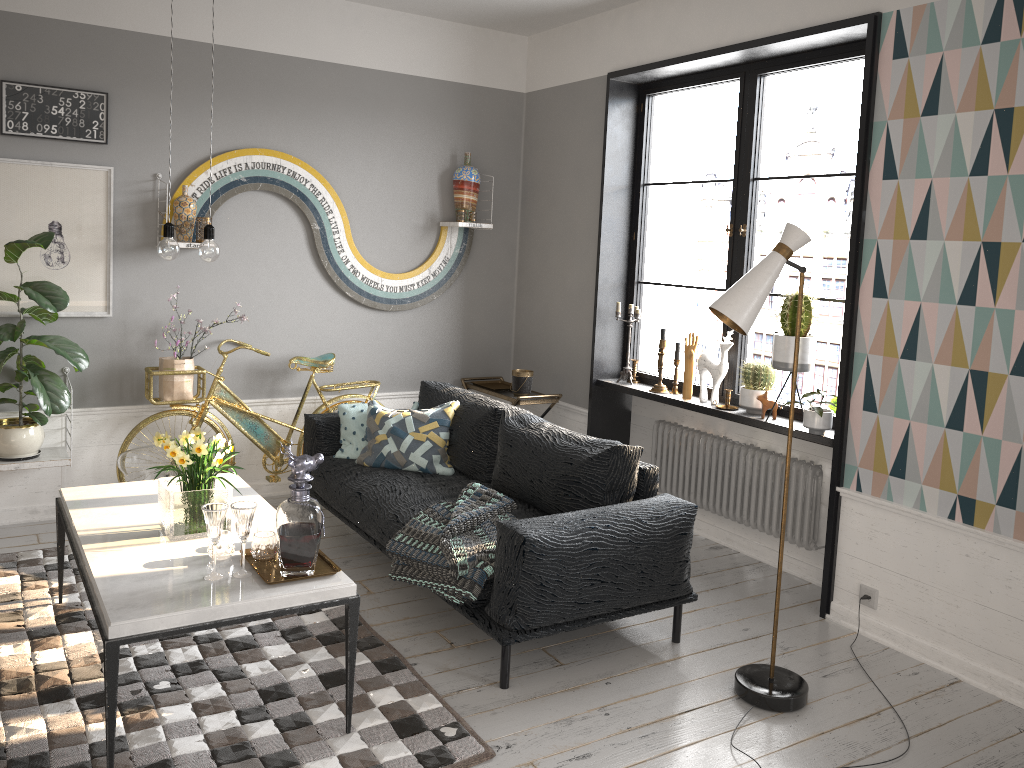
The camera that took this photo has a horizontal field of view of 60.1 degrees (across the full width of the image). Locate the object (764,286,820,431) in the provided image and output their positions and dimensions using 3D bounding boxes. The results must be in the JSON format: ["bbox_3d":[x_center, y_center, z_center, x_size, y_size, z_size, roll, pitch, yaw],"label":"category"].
[{"bbox_3d":[1.321,-0.134,4.154,0.236,0.666,0.229,6,6,28],"label":"object"}]

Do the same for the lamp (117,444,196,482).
[{"bbox_3d":[-1.840,0.550,4.648,0.432,0.435,0.436,3,7,-1],"label":"lamp"}]

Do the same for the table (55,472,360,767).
[{"bbox_3d":[-1.178,0.774,3.205,0.732,0.507,1.466,-2,10,-32],"label":"table"}]

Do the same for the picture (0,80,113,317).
[{"bbox_3d":[-4.182,-0.426,1.131,7.297,1.783,4.068,-3,10,-32],"label":"picture"}]

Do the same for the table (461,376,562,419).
[{"bbox_3d":[-0.032,0.346,5.755,0.339,0.675,0.747,-1,8,-32],"label":"table"}]

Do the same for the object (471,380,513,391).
[{"bbox_3d":[-0.097,0.010,5.857,0.247,0.015,0.320,-3,10,-32],"label":"object"}]

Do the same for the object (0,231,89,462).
[{"bbox_3d":[-2.438,-0.192,4.420,0.567,1.143,0.418,4,6,7],"label":"object"}]

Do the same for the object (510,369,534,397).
[{"bbox_3d":[0.061,-0.002,5.531,0.141,0.159,0.139,3,7,6],"label":"object"}]

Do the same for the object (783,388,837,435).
[{"bbox_3d":[1.379,0.125,4.015,0.246,0.202,0.172,-1,8,-30],"label":"object"}]

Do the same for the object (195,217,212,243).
[{"bbox_3d":[-1.682,-0.839,4.832,0.086,0.139,0.086,-2,8,-39],"label":"object"}]

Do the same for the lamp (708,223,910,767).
[{"bbox_3d":[1.221,0.299,3.131,1.247,1.691,0.684,-2,7,-34],"label":"lamp"}]

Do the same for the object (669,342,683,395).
[{"bbox_3d":[0.926,-0.094,4.978,0.075,0.299,0.076,3,5,-2],"label":"object"}]

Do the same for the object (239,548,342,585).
[{"bbox_3d":[-0.725,0.580,2.880,0.247,0.015,0.320,-3,10,-32],"label":"object"}]

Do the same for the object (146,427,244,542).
[{"bbox_3d":[-1.133,0.347,3.175,0.325,0.349,0.354,-1,8,-30],"label":"object"}]

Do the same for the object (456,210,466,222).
[{"bbox_3d":[-0.326,-1.074,5.658,0.060,0.078,0.060,-3,9,-43],"label":"object"}]

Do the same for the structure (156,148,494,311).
[{"bbox_3d":[-1.039,-0.904,5.304,2.023,0.949,0.268,-2,7,-32],"label":"structure"}]

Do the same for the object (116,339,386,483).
[{"bbox_3d":[-1.400,0.231,5.134,1.628,0.963,0.429,-4,9,-41],"label":"object"}]

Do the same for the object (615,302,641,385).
[{"bbox_3d":[0.679,-0.247,5.276,0.145,0.487,0.163,3,5,4],"label":"object"}]

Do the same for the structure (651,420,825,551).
[{"bbox_3d":[1.175,0.514,4.768,0.149,0.425,1.231,-1,9,-34],"label":"structure"}]

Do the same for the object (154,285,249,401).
[{"bbox_3d":[-1.706,-0.222,4.860,0.488,0.637,0.255,1,6,-14],"label":"object"}]

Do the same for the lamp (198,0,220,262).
[{"bbox_3d":[-1.344,-1.115,2.494,0.074,1.526,1.402,5,7,27],"label":"lamp"}]

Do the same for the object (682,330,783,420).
[{"bbox_3d":[1.125,-0.072,4.577,0.134,0.407,0.667,0,8,-31],"label":"object"}]

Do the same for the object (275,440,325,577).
[{"bbox_3d":[-0.672,0.392,2.814,0.155,0.414,0.149,2,6,-13],"label":"object"}]

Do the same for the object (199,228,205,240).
[{"bbox_3d":[-1.704,-0.825,4.913,0.062,0.081,0.062,7,8,33],"label":"object"}]

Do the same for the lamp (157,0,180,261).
[{"bbox_3d":[-1.482,-1.120,2.479,0.074,1.526,1.402,5,7,27],"label":"lamp"}]

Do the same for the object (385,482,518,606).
[{"bbox_3d":[-0.166,0.650,3.596,0.491,0.327,0.671,-3,10,-37],"label":"object"}]

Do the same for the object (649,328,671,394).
[{"bbox_3d":[0.848,-0.140,5.008,0.123,0.373,0.124,0,6,-28],"label":"object"}]

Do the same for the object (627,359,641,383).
[{"bbox_3d":[0.739,-0.084,5.335,0.084,0.150,0.085,0,7,-28],"label":"object"}]

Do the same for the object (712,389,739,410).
[{"bbox_3d":[1.116,0.079,4.576,0.123,0.098,0.124,2,7,-10],"label":"object"}]

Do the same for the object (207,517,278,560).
[{"bbox_3d":[-0.837,0.534,2.944,0.247,0.087,0.280,9,10,35],"label":"object"}]

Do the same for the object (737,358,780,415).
[{"bbox_3d":[1.245,0.007,4.475,0.235,0.281,0.214,7,8,32],"label":"object"}]

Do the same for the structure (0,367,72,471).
[{"bbox_3d":[-3.475,0.229,3.891,2.777,0.483,0.310,-3,8,-32],"label":"structure"}]

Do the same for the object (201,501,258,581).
[{"bbox_3d":[-0.881,0.489,2.756,0.167,0.225,0.083,0,6,-21],"label":"object"}]

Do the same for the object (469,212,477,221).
[{"bbox_3d":[-0.251,-1.071,5.665,0.050,0.058,0.050,-3,9,-42],"label":"object"}]

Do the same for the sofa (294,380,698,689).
[{"bbox_3d":[-0.236,0.519,4.259,0.971,0.792,2.357,-2,10,-32],"label":"sofa"}]

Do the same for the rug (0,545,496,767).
[{"bbox_3d":[-1.441,0.983,3.333,1.771,0.034,2.545,-3,10,-32],"label":"rug"}]

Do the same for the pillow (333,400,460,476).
[{"bbox_3d":[-0.601,0.247,4.740,0.802,0.360,0.444,10,10,40],"label":"pillow"}]

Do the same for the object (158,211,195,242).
[{"bbox_3d":[-1.798,-0.842,4.741,0.197,0.165,0.060,3,6,2],"label":"object"}]
